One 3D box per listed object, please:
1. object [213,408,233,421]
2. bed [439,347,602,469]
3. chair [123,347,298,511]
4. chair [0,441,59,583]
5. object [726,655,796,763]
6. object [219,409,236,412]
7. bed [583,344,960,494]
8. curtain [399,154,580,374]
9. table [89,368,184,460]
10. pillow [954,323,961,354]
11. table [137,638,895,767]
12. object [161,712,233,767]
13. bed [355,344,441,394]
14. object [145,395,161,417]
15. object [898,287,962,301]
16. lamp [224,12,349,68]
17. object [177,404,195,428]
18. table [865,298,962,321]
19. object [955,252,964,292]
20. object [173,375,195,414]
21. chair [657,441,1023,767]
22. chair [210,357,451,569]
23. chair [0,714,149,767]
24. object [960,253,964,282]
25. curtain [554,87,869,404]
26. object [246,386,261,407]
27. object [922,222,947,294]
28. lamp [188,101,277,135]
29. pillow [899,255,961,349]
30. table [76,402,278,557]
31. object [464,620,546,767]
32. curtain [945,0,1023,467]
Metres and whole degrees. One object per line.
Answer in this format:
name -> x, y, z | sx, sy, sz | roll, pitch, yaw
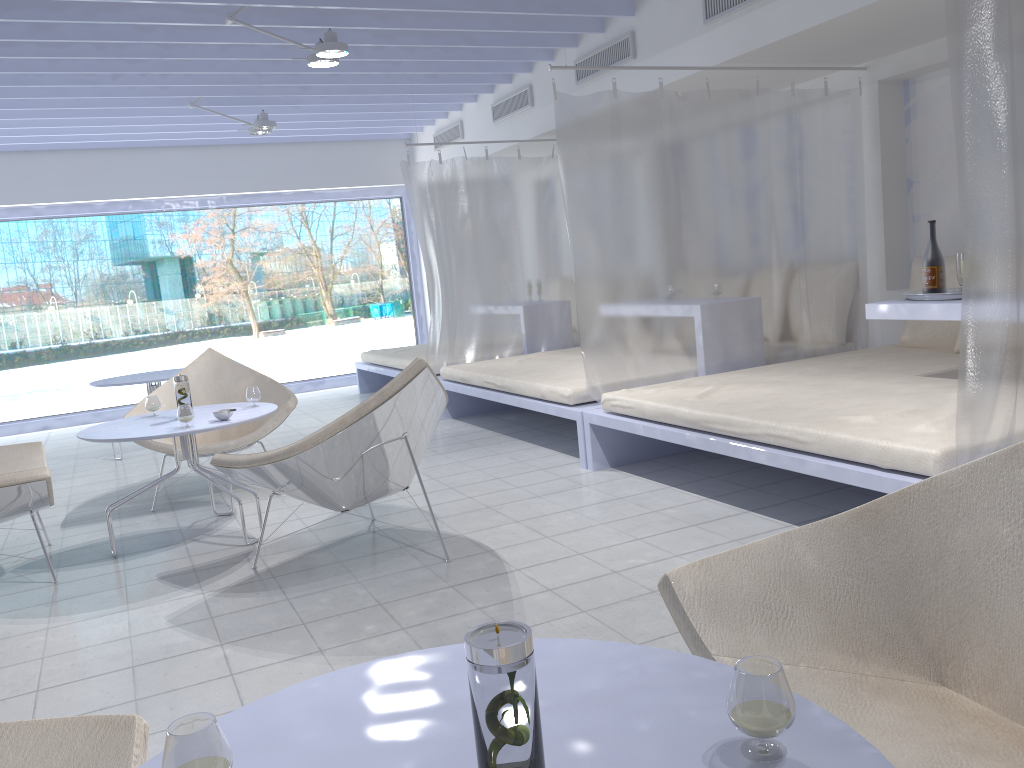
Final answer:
object -> -1.198, 0.130, 3.685 | 0.082, 0.043, 0.082 | -1, 9, 34
bed -> 0.797, -0.005, 5.863 | 2.016, 0.427, 2.200 | -9, 8, -24
chair -> -1.632, 0.195, 4.867 | 0.906, 0.759, 0.753 | -7, 8, -14
chair -> -2.272, 0.431, 3.551 | 0.753, 0.759, 0.906 | -10, 8, -29
object -> 0.252, 0.328, 0.898 | 0.068, 0.091, 0.068 | -11, 9, -34
object -> -1.176, 0.110, 3.662 | 0.098, 0.016, 0.012 | -1, 9, 32
bed -> 1.736, 0.166, 3.874 | 2.022, 0.422, 2.200 | -9, 8, -24
curtain -> 0.200, -0.965, 6.730 | 2.050, 1.552, 0.151 | -9, 8, -24
table -> -2.542, 0.203, 6.367 | 0.825, 0.534, 0.823 | -3, 8, 23
pillow -> 2.459, -0.412, 4.318 | 0.233, 0.527, 0.537 | -13, 10, -44
table -> -0.014, 0.676, 0.864 | 0.823, 0.534, 0.825 | 1, 10, 42
object -> -0.316, 0.385, 0.893 | 0.068, 0.091, 0.068 | -11, 9, -34
bed -> -0.115, -0.176, 7.868 | 2.022, 0.422, 2.200 | -9, 8, -24
object -> -1.640, 0.100, 4.054 | 0.068, 0.091, 0.068 | -6, 7, -2
object -> 1.770, -0.365, 3.611 | 0.275, 0.031, 0.429 | -9, 8, -22
lamp -> -1.181, -1.811, 4.634 | 0.587, 0.218, 0.380 | -9, 8, -24
object -> -1.318, 0.130, 3.583 | 0.068, 0.091, 0.068 | -5, 7, 4
table -> 1.917, -0.103, 3.363 | 0.416, 0.450, 1.065 | -9, 8, -24
object -> 1.815, -0.442, 3.574 | 0.059, 0.174, 0.059 | -1, 9, 33
object -> -1.438, 0.054, 3.881 | 0.075, 0.189, 0.075 | -10, 9, -32
chair -> 0.776, 0.415, 1.386 | 0.753, 0.759, 0.906 | -8, 8, -20
chair -> -0.568, 0.279, 3.430 | 0.753, 0.759, 0.906 | 0, 9, 36
chair -> -0.840, 0.645, 0.839 | 0.753, 0.759, 0.906 | -6, 7, -7
object -> 1.787, -0.428, 3.483 | 0.059, 0.174, 0.059 | -1, 9, 33
curtain -> 1.168, -0.778, 4.742 | 1.998, 1.559, 0.125 | -9, 8, -25
object -> -1.176, 0.057, 4.032 | 0.068, 0.091, 0.068 | -10, 9, -31
object -> 1.738, -0.520, 3.660 | 0.092, 0.302, 0.092 | -1, 9, 33
lamp -> -2.066, -1.974, 6.542 | 0.587, 0.218, 0.380 | -9, 8, -24
pillow -> 2.303, -0.426, 4.721 | 0.230, 0.521, 0.524 | -9, 8, -22
table -> -1.417, 0.416, 3.896 | 0.825, 0.534, 0.823 | -10, 9, -33
object -> -0.004, 0.317, 0.813 | 0.075, 0.185, 0.075 | -2, 8, 29
curtain -> 2.052, -0.623, 2.734 | 2.050, 1.552, 0.151 | -9, 8, -24
